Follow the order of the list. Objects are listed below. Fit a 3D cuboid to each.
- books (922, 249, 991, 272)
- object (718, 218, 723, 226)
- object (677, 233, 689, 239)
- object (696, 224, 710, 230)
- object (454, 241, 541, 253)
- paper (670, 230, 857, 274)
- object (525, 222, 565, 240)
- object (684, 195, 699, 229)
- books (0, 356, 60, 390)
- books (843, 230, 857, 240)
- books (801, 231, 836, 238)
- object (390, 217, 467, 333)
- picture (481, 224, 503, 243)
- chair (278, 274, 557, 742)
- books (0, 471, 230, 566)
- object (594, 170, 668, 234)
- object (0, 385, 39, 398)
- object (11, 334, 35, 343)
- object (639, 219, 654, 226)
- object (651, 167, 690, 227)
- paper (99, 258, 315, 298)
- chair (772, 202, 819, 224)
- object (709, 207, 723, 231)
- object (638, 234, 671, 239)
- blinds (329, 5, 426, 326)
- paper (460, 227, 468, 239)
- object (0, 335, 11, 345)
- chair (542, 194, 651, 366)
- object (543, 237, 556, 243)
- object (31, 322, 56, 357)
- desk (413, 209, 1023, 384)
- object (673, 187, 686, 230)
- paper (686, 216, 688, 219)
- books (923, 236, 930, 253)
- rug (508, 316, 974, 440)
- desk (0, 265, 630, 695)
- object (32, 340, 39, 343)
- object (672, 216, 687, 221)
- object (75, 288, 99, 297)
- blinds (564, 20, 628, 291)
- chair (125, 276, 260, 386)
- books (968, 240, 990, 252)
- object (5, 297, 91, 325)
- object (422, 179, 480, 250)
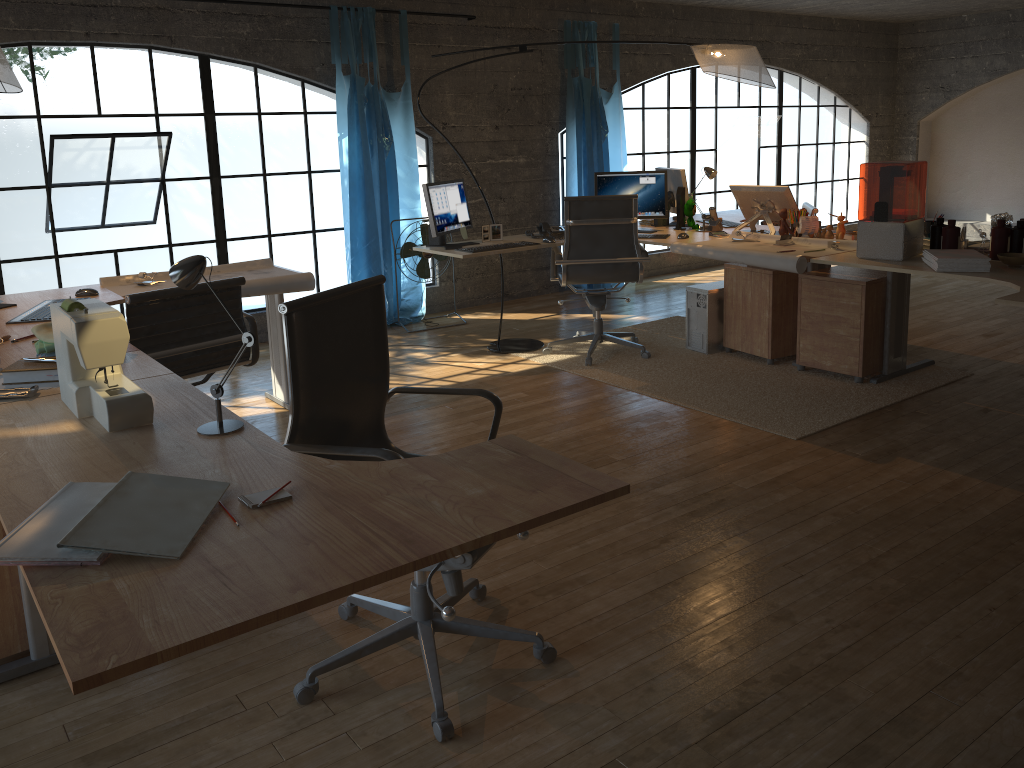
[{"bbox_3d":[1.987,-0.556,3.960,0.221,0.057,0.316,2,16,14],"label":"books"},{"bbox_3d":[1.343,-1.033,5.691,0.035,0.077,0.100,0,14,11],"label":"object"},{"bbox_3d":[1.030,-0.893,5.317,0.059,0.033,0.102,6,17,27],"label":"object"},{"bbox_3d":[1.266,-1.024,5.760,0.133,0.025,0.133,-13,19,-34],"label":"object"},{"bbox_3d":[-0.081,-0.805,5.171,0.494,0.011,0.189,-13,19,-35],"label":"object"},{"bbox_3d":[1.370,-0.732,4.818,0.587,0.111,0.862,-13,19,-34],"label":"paper"},{"bbox_3d":[0.235,-0.972,5.598,0.279,0.080,0.420,-3,16,-4],"label":"object"},{"bbox_3d":[1.161,-1.117,5.752,0.115,0.216,0.251,1,14,13],"label":"object"},{"bbox_3d":[-1.362,-0.042,2.556,0.290,0.053,0.266,-1,16,4],"label":"books"},{"bbox_3d":[1.969,-0.837,4.974,0.290,0.053,0.266,-1,16,4],"label":"books"},{"bbox_3d":[1.856,-0.900,5.281,0.216,0.012,0.334,11,20,38],"label":"books"},{"bbox_3d":[-0.700,-0.856,6.645,0.493,0.787,0.588,-9,15,-30],"label":"object"},{"bbox_3d":[-0.130,-0.937,5.473,0.160,0.103,0.032,-12,15,-35],"label":"picture"},{"bbox_3d":[-0.241,0.248,2.331,0.686,0.996,0.664,3,13,23],"label":"chair"},{"bbox_3d":[-0.696,0.229,1.542,0.317,0.044,0.314,-2,16,-1],"label":"books"},{"bbox_3d":[0.771,-1.182,5.724,0.469,0.383,0.291,-1,13,4],"label":"object"},{"bbox_3d":[-1.379,0.024,2.377,0.181,0.025,0.076,-4,15,-6],"label":"object"},{"bbox_3d":[-1.706,-0.163,3.100,0.012,0.009,0.128,2,16,16],"label":"object"},{"bbox_3d":[0.990,-1.135,6.163,0.206,0.035,0.207,-14,20,-36],"label":"object"},{"bbox_3d":[1.096,-1.274,6.009,0.286,0.383,0.479,-4,14,-11],"label":"object"},{"bbox_3d":[-1.469,-0.483,4.267,0.859,0.111,0.589,-13,19,-35],"label":"paper"},{"bbox_3d":[1.772,-0.775,5.977,0.685,0.843,0.666,0,13,10],"label":"chair"},{"bbox_3d":[1.289,-1.052,5.618,0.083,0.156,0.085,9,16,42],"label":"object"},{"bbox_3d":[0.724,-0.918,5.478,0.491,0.011,0.191,4,17,18],"label":"object"},{"bbox_3d":[-0.955,-1.553,6.436,0.674,2.255,0.260,-12,15,-40],"label":"blinds"},{"bbox_3d":[-0.290,-0.917,5.364,0.018,0.073,0.079,3,14,23],"label":"paper"},{"bbox_3d":[-1.793,-0.152,3.047,0.097,0.024,0.109,-8,17,-21],"label":"object"},{"bbox_3d":[0.504,-0.684,5.523,0.653,0.996,0.698,-2,12,-2],"label":"chair"},{"bbox_3d":[0.226,-0.870,5.325,0.059,0.033,0.102,-9,17,-25],"label":"object"},{"bbox_3d":[-1.385,-0.154,2.814,0.257,0.127,0.256,-11,18,-32],"label":"object"},{"bbox_3d":[1.755,-0.422,4.957,3.288,0.724,3.513,-13,19,-35],"label":"desk"},{"bbox_3d":[1.098,-1.150,5.771,0.085,0.272,0.086,0,11,10],"label":"object"},{"bbox_3d":[1.179,-1.112,5.891,0.019,0.073,0.080,-4,14,-11],"label":"paper"},{"bbox_3d":[2.112,-0.707,4.470,0.179,0.068,0.233,-10,17,-27],"label":"books"},{"bbox_3d":[1.258,-0.130,5.288,1.615,0.005,2.228,-13,19,-34],"label":"rug"},{"bbox_3d":[-0.946,0.221,3.003,1.649,0.725,3.554,-12,19,-33],"label":"desk"},{"bbox_3d":[-1.596,-0.160,3.082,0.148,0.007,0.008,-17,20,-42],"label":"object"},{"bbox_3d":[1.222,-1.191,6.298,0.135,0.056,0.157,-7,16,-20],"label":"object"},{"bbox_3d":[-1.905,-0.412,3.957,0.101,0.033,0.060,-2,15,-1],"label":"object"},{"bbox_3d":[0.790,-1.903,7.688,0.863,2.375,0.264,-8,12,-27],"label":"blinds"},{"bbox_3d":[-1.431,0.004,3.602,0.689,0.843,0.662,9,17,39],"label":"chair"},{"bbox_3d":[2.366,-0.719,4.528,0.309,0.044,0.322,-11,18,-30],"label":"books"},{"bbox_3d":[-1.890,-0.305,3.619,0.187,0.011,0.500,-5,16,-11],"label":"object"},{"bbox_3d":[-0.378,-1.017,5.272,0.286,0.383,0.478,4,15,23],"label":"object"}]
